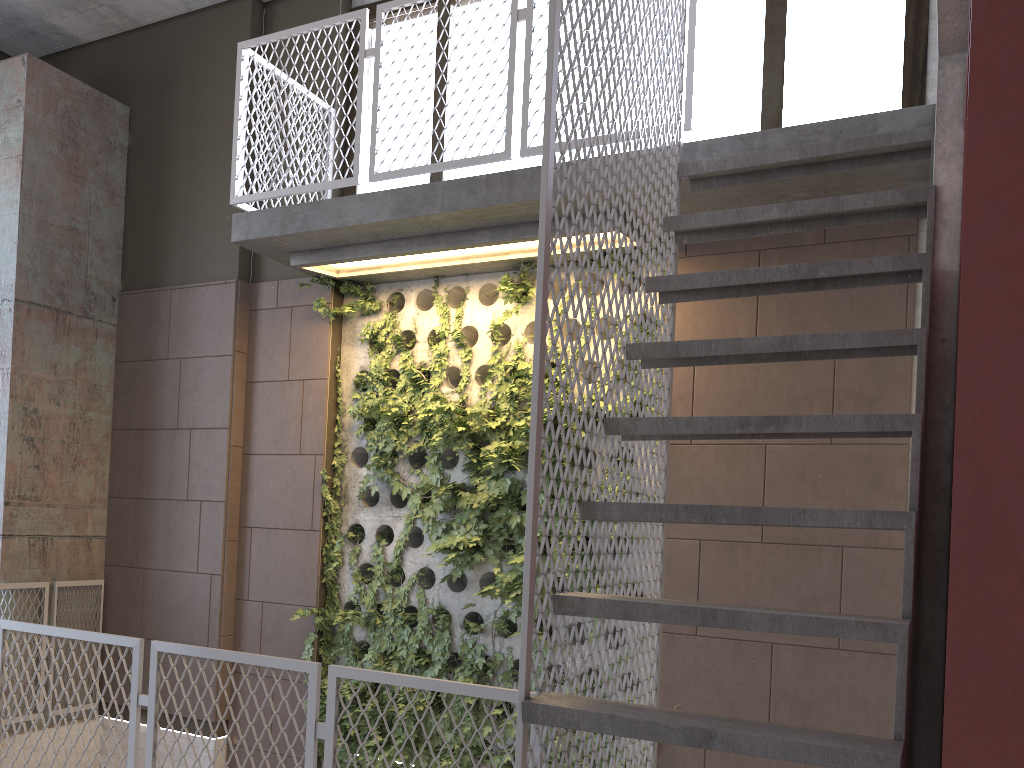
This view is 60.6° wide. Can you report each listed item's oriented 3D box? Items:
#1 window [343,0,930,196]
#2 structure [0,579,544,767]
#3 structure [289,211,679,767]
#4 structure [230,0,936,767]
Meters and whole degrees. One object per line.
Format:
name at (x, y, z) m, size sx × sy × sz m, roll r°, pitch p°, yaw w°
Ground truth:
window at (0.495, -1.723, 5.190) m, size 3.565 × 1.738 × 0.110 m, roll -1°, pitch -2°, yaw 26°
structure at (-1.477, 1.670, 4.586) m, size 4.426 × 0.927 × 1.950 m, roll -2°, pitch -9°, yaw 26°
structure at (-0.238, 0.834, 5.160) m, size 2.625 × 3.796 × 1.011 m, roll 1°, pitch -2°, yaw 27°
structure at (-0.181, 0.061, 3.904) m, size 3.680 × 4.285 × 3.065 m, roll 0°, pitch -4°, yaw 27°
